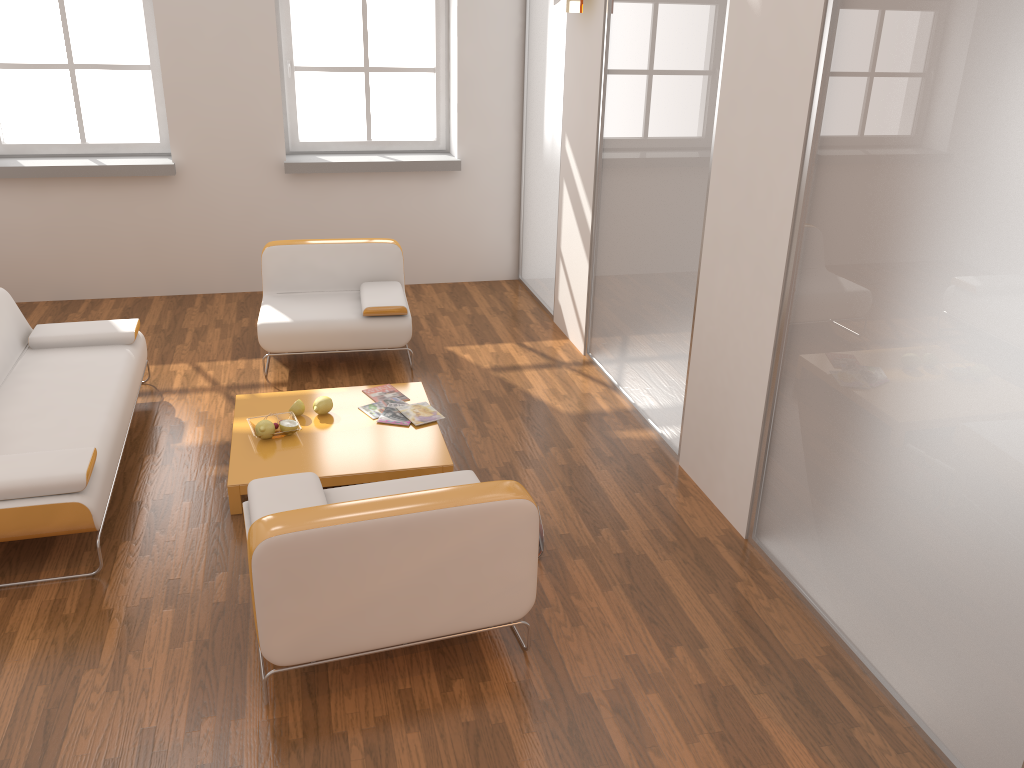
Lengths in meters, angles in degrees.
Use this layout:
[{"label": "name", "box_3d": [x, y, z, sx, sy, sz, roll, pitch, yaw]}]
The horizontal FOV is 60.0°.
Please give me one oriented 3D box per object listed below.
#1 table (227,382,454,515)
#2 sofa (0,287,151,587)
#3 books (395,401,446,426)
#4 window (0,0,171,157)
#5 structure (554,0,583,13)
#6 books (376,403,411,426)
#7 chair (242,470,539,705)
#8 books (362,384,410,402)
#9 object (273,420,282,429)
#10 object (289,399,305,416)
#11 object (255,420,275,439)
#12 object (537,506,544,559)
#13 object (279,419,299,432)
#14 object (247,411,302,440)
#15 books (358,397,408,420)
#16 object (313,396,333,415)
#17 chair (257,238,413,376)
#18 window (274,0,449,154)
[{"label": "table", "box_3d": [-0.876, 0.283, 4.450, 1.000, 0.150, 1.000, -4, 24, -13]}, {"label": "sofa", "box_3d": [-2.254, 0.101, 4.142, 0.825, 0.661, 2.010, -5, 24, -15]}, {"label": "books", "box_3d": [-0.472, 0.150, 4.570, 0.171, 0.004, 0.249, -12, 26, -29]}, {"label": "window", "box_3d": [-3.169, -2.489, 6.294, 1.308, 1.737, 0.142, -4, 24, -13]}, {"label": "structure", "box_3d": [0.396, -2.590, 5.152, 0.125, 0.800, 0.605, -4, 24, -13]}, {"label": "books", "box_3d": [-0.581, 0.154, 4.565, 0.171, 0.004, 0.249, 5, 23, 8]}, {"label": "chair", "box_3d": [-0.475, 0.546, 3.194, 0.923, 0.661, 0.825, -6, 24, -18]}, {"label": "books", "box_3d": [-0.684, 0.058, 4.795, 0.171, 0.004, 0.249, -13, 27, -31]}, {"label": "object", "box_3d": [-1.183, 0.203, 4.358, 0.134, 0.037, 0.061, -1, 23, -7]}, {"label": "object", "box_3d": [-1.095, 0.121, 4.514, 0.080, 0.087, 0.094, 7, 23, 12]}, {"label": "object", "box_3d": [-1.185, 0.217, 4.262, 0.102, 0.095, 0.101, -20, 31, -41]}, {"label": "object", "box_3d": [0.027, 0.577, 3.726, 0.189, 0.217, 0.281, -1, 23, -5]}, {"label": "object", "box_3d": [-1.086, 0.215, 4.325, 0.092, 0.065, 0.091, 18, 28, 34]}, {"label": "object", "box_3d": [-1.163, 0.214, 4.339, 0.227, 0.048, 0.227, -9, 25, -23]}, {"label": "books", "box_3d": [-0.662, 0.124, 4.639, 0.249, 0.004, 0.171, -16, 29, -36]}, {"label": "object", "box_3d": [-0.969, 0.109, 4.544, 0.105, 0.091, 0.103, -7, 24, -19]}, {"label": "chair", "box_3d": [-1.128, -0.513, 5.661, 0.923, 0.661, 0.825, -3, 23, -10]}, {"label": "window", "box_3d": [-1.125, -2.640, 6.777, 1.308, 1.737, 0.142, -4, 24, -13]}]
